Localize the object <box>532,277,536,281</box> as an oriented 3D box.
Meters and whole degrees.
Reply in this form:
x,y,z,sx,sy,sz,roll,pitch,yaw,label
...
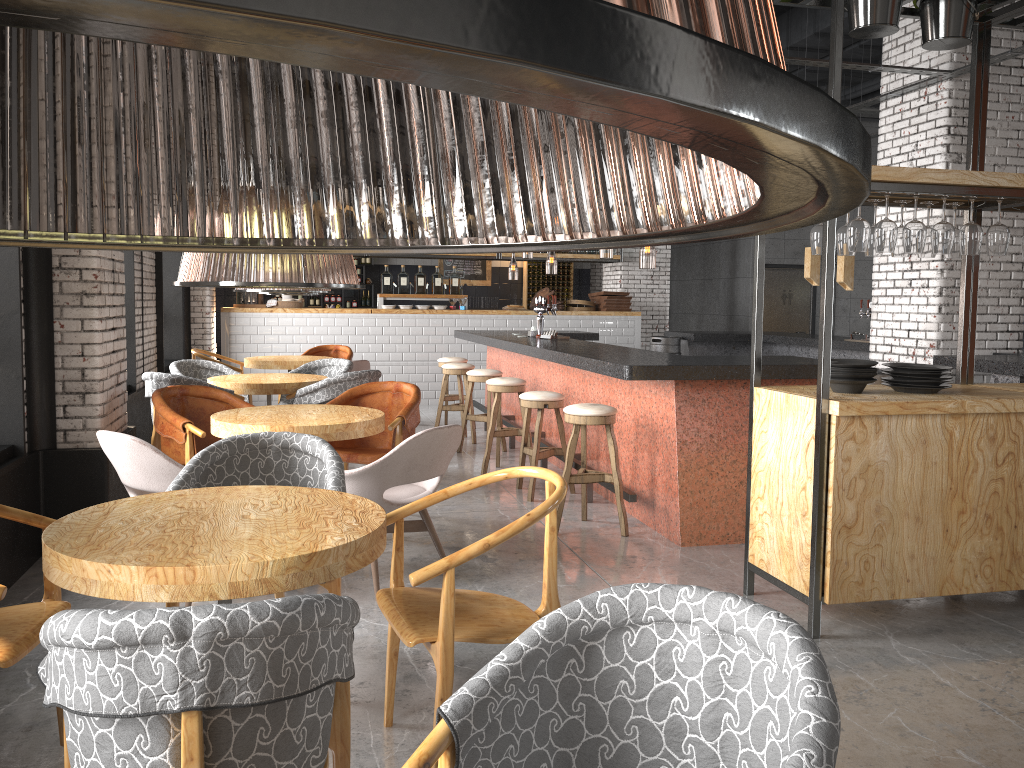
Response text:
x,y,z,sx,sy,sz,roll,pitch,yaw,label
0.402,-1.928,16.236,0.079,0.079,0.284,0,5,-13,object

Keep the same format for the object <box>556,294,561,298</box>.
x,y,z,sx,sy,sz,roll,pitch,yaw,label
0.857,-1.619,16.369,0.079,0.079,0.281,0,5,-14,object

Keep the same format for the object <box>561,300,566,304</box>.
x,y,z,sx,sy,sz,roll,pitch,yaw,label
0.957,-1.511,16.361,0.079,0.079,0.281,0,5,-14,object

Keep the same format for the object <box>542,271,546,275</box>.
x,y,z,sx,sy,sz,roll,pitch,yaw,label
0.591,-2.033,16.253,0.079,0.079,0.284,0,5,-13,object

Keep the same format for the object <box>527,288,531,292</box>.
x,y,z,sx,sy,sz,roll,pitch,yaw,label
0.308,-1.717,16.224,0.079,0.079,0.281,0,5,-14,object

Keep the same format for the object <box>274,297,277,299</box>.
x,y,z,sx,sy,sz,roll,pitch,yaw,label
-4.078,-1.458,15.267,0.071,0.083,0.071,0,5,-4,object

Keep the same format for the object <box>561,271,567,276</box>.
x,y,z,sx,sy,sz,roll,pitch,yaw,label
0.958,-2.037,16.342,0.079,0.079,0.284,0,5,-13,object

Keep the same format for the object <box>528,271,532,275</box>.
x,y,z,sx,sy,sz,roll,pitch,yaw,label
0.312,-2.032,16.203,0.079,0.079,0.284,0,5,-13,object

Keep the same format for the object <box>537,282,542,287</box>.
x,y,z,sx,sy,sz,roll,pitch,yaw,label
0.499,-1.822,16.238,0.079,0.079,0.284,0,5,-13,object

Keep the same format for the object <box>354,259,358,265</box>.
x,y,z,sx,sy,sz,roll,pitch,yaw,label
-2.735,-2.137,15.541,0.076,0.110,0.076,-1,5,-19,object

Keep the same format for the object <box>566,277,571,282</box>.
x,y,z,sx,sy,sz,roll,pitch,yaw,label
1.049,-1.933,16.371,0.079,0.079,0.284,0,5,-13,object

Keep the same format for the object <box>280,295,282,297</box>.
x,y,z,sx,sy,sz,roll,pitch,yaw,label
-3.958,-1.542,15.288,0.071,0.083,0.071,3,5,26,object

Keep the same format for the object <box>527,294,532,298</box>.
x,y,z,sx,sy,sz,roll,pitch,yaw,label
0.313,-1.610,16.208,0.079,0.079,0.281,0,5,-14,object

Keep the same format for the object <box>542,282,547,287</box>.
x,y,z,sx,sy,sz,roll,pitch,yaw,label
0.588,-1.823,16.269,0.079,0.079,0.284,0,5,-13,object

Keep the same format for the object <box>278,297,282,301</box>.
x,y,z,sx,sy,sz,roll,pitch,yaw,label
-4.001,-1.459,15.285,0.071,0.083,0.071,-1,5,-23,object

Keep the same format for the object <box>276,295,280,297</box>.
x,y,z,sx,sy,sz,roll,pitch,yaw,label
-4.034,-1.542,15.276,0.071,0.083,0.071,2,5,11,object

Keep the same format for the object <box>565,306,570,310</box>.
x,y,z,sx,sy,sz,roll,pitch,yaw,label
1.044,-1.408,16.400,0.079,0.079,0.281,0,5,-14,object

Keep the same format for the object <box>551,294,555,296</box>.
x,y,z,sx,sy,sz,roll,pitch,yaw,label
0.770,-1.616,16.327,0.079,0.079,0.281,0,5,-14,object

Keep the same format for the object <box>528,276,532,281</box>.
x,y,z,sx,sy,sz,roll,pitch,yaw,label
0.314,-1.925,16.195,0.079,0.079,0.284,0,5,-13,object

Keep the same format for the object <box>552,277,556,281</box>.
x,y,z,sx,sy,sz,roll,pitch,yaw,label
0.770,-1.931,16.320,0.079,0.079,0.284,0,5,-13,object

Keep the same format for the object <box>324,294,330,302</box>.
x,y,z,sx,sy,sz,roll,pitch,yaw,label
-3.238,-1.497,15.490,0.100,0.139,0.088,0,5,-13,object

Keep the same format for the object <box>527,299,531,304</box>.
x,y,z,sx,sy,sz,roll,pitch,yaw,label
0.309,-1.507,16.225,0.079,0.079,0.281,0,5,-14,object

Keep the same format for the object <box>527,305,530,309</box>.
x,y,z,sx,sy,sz,roll,pitch,yaw,label
0.304,-1.403,16.248,0.079,0.079,0.281,0,5,-14,object

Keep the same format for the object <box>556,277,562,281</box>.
x,y,z,sx,sy,sz,roll,pitch,yaw,label
0.871,-1.929,16.305,0.079,0.079,0.284,0,5,-13,object

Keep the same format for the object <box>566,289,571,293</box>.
x,y,z,sx,sy,sz,roll,pitch,yaw,label
1.046,-1.723,16.386,0.079,0.079,0.281,0,5,-14,object

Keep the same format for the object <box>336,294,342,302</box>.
x,y,z,sx,sy,sz,roll,pitch,yaw,label
-3.033,-1.499,15.540,0.100,0.139,0.088,0,5,-13,object

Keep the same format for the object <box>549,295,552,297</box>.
x,y,z,sx,sy,sz,roll,pitch,yaw,label
0.680,-1.614,16.297,0.079,0.079,0.281,0,5,-14,object

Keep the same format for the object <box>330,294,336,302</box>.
x,y,z,sx,sy,sz,roll,pitch,yaw,label
-3.133,-1.498,15.516,0.100,0.139,0.088,0,5,-13,object

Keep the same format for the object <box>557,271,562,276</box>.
x,y,z,sx,sy,sz,roll,pitch,yaw,label
0.871,-2.034,16.301,0.079,0.079,0.284,0,5,-13,object

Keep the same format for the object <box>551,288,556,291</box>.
x,y,z,sx,sy,sz,roll,pitch,yaw,label
0.767,-1.722,16.335,0.079,0.079,0.281,0,5,-14,object

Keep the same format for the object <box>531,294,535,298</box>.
x,y,z,sx,sy,sz,roll,pitch,yaw,label
0.408,-1.610,16.217,0.079,0.079,0.281,0,5,-14,object

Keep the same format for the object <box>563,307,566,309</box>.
x,y,z,sx,sy,sz,roll,pitch,yaw,label
0.947,-1.410,16.402,0.079,0.079,0.281,0,5,-14,object

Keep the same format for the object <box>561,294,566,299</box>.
x,y,z,sx,sy,sz,roll,pitch,yaw,label
0.950,-1.619,16.386,0.079,0.079,0.281,0,5,-14,object

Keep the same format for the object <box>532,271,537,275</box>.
x,y,z,sx,sy,sz,roll,pitch,yaw,label
0.408,-2.031,16.209,0.079,0.079,0.284,0,5,-13,object

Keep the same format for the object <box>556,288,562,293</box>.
x,y,z,sx,sy,sz,roll,pitch,yaw,label
0.863,-1.722,16.342,0.079,0.079,0.281,0,5,-14,object

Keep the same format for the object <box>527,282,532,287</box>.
x,y,z,sx,sy,sz,roll,pitch,yaw,label
0.319,-1.819,16.180,0.079,0.079,0.284,0,5,-13,object

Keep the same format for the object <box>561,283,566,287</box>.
x,y,z,sx,sy,sz,roll,pitch,yaw,label
0.952,-1.829,16.372,0.079,0.079,0.284,0,5,-13,object

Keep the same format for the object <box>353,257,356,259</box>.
x,y,z,sx,sy,sz,roll,pitch,yaw,label
-2.775,-2.247,15.524,0.076,0.110,0.076,0,5,-8,object

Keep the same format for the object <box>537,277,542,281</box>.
x,y,z,sx,sy,sz,roll,pitch,yaw,label
0.494,-1.929,16.254,0.079,0.079,0.284,0,5,-13,object

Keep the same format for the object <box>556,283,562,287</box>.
x,y,z,sx,sy,sz,roll,pitch,yaw,label
0.864,-1.826,16.335,0.079,0.079,0.284,0,5,-13,object

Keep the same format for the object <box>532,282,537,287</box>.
x,y,z,sx,sy,sz,roll,pitch,yaw,label
0.405,-1.822,16.225,0.079,0.079,0.284,0,5,-13,object

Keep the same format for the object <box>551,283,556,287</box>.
x,y,z,sx,sy,sz,roll,pitch,yaw,label
0.767,-1.827,16.332,0.079,0.079,0.284,0,5,-13,object

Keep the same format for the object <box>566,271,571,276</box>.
x,y,z,sx,sy,sz,roll,pitch,yaw,label
1.045,-2.039,16.383,0.079,0.079,0.284,0,5,-13,object

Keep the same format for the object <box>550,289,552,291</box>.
x,y,z,sx,sy,sz,roll,pitch,yaw,label
0.680,-1.720,16.298,0.079,0.079,0.281,0,5,-14,object

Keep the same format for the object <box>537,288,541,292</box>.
x,y,z,sx,sy,sz,roll,pitch,yaw,label
0.496,-1.718,16.253,0.079,0.079,0.281,0,5,-14,object

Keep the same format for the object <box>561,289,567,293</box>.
x,y,z,sx,sy,sz,roll,pitch,yaw,label
0.960,-1.720,16.341,0.079,0.079,0.281,0,5,-14,object

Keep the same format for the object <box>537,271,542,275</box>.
x,y,z,sx,sy,sz,roll,pitch,yaw,label
0.504,-2.030,16.213,0.079,0.079,0.284,0,5,-13,object

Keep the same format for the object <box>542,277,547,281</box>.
x,y,z,sx,sy,sz,roll,pitch,yaw,label
0.595,-1.926,16.239,0.079,0.079,0.284,0,5,-13,object

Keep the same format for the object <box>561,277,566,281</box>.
x,y,z,sx,sy,sz,roll,pitch,yaw,label
0.953,-1.933,16.365,0.079,0.079,0.284,0,5,-13,object

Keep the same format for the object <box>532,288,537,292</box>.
x,y,z,sx,sy,sz,roll,pitch,yaw,label
0.408,-1.715,16.213,0.079,0.079,0.281,0,5,-14,object

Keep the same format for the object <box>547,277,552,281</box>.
x,y,z,sx,sy,sz,roll,pitch,yaw,label
0.686,-1.927,16.265,0.079,0.079,0.284,0,5,-13,object

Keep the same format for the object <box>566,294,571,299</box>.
x,y,z,sx,sy,sz,roll,pitch,yaw,label
1.041,-1.620,16.409,0.079,0.079,0.281,0,5,-14,object

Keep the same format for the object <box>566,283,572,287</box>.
x,y,z,sx,sy,sz,roll,pitch,yaw,label
1.052,-1.826,16.360,0.079,0.079,0.284,0,5,-13,object

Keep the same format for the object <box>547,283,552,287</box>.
x,y,z,sx,sy,sz,roll,pitch,yaw,label
0.680,-1.824,16.291,0.079,0.079,0.284,0,5,-13,object
